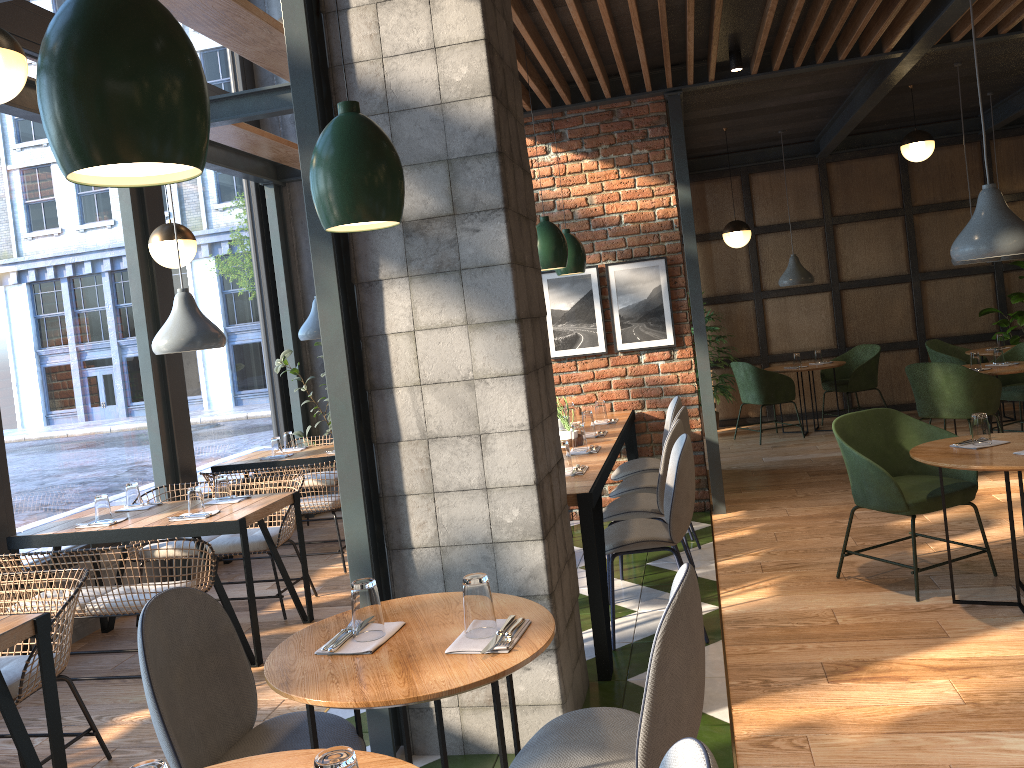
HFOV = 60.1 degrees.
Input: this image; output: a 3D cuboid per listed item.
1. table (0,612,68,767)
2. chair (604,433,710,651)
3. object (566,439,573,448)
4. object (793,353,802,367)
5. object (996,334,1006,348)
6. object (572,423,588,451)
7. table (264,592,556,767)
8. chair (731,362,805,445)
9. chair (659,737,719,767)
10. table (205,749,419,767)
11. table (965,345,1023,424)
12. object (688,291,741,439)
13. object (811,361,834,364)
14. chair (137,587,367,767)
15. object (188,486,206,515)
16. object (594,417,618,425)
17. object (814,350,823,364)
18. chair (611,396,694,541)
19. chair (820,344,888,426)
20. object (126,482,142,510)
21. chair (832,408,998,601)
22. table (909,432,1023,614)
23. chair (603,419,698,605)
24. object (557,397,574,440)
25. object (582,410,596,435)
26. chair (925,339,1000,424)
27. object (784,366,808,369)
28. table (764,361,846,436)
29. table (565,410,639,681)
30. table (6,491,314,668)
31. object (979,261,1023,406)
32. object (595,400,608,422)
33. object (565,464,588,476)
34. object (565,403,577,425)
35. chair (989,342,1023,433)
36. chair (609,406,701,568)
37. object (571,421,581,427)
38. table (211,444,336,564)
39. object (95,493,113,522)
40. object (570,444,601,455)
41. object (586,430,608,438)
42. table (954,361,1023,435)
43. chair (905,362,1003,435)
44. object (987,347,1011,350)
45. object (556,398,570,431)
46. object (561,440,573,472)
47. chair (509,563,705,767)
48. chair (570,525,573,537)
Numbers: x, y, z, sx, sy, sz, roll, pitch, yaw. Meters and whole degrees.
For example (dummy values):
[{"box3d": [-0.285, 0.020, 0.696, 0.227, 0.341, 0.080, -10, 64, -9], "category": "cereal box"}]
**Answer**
[{"box3d": [-2.171, 1.196, 2.742, 1.270, 0.705, 0.660, -6, 3, 12], "category": "table"}, {"box3d": [0.610, 0.692, 4.047, 0.507, 0.886, 0.419, -6, 2, 8], "category": "chair"}, {"box3d": [0.287, 0.318, 4.949, 0.251, 0.046, 0.253, -8, 4, -15], "category": "object"}, {"box3d": [2.900, -0.244, 9.012, 0.080, 0.138, 0.080, -7, 2, -10], "category": "object"}, {"box3d": [4.670, -0.411, 8.474, 0.080, 0.138, 0.080, -7, 2, -11], "category": "object"}, {"box3d": [0.352, 0.278, 4.656, 0.080, 0.138, 0.080, -8, 2, -25], "category": "object"}, {"box3d": [-0.200, 0.989, 2.161, 0.698, 0.746, 0.702, -6, 3, 22], "category": "table"}, {"box3d": [2.567, 0.152, 8.991, 0.515, 0.818, 0.639, -7, 2, -13], "category": "chair"}, {"box3d": [0.075, 0.955, 1.189, 0.507, 0.886, 0.419, -6, 2, 8], "category": "chair"}, {"box3d": [-0.375, 1.070, 1.289, 0.701, 0.746, 0.698, -8, 3, -36], "category": "table"}, {"box3d": [4.773, 0.006, 8.378, 0.806, 0.686, 0.810, -6, 3, 12], "category": "table"}, {"box3d": [1.969, -0.275, 9.572, 0.980, 1.721, 0.913, -7, 2, -23], "category": "object"}, {"box3d": [3.195, -0.220, 9.127, 0.158, 0.019, 0.242, -8, 4, -22], "category": "object"}, {"box3d": [-0.639, 0.961, 2.277, 0.507, 0.886, 0.419, -6, 2, 13], "category": "chair"}, {"box3d": [-1.571, 0.579, 4.399, 0.080, 0.138, 0.080, -6, 2, 14], "category": "object"}, {"box3d": [0.602, 0.240, 5.726, 0.157, 0.019, 0.243, -6, 4, 12], "category": "object"}, {"box3d": [3.157, -0.283, 9.136, 0.080, 0.138, 0.080, -7, 2, -10], "category": "object"}, {"box3d": [0.886, 0.542, 5.718, 0.507, 0.886, 0.419, -6, 2, 8], "category": "chair"}, {"box3d": [3.558, 0.019, 9.250, 0.515, 0.818, 0.639, -7, 2, -13], "category": "chair"}, {"box3d": [-2.061, 0.606, 4.819, 0.080, 0.138, 0.080, -6, 2, 14], "category": "object"}, {"box3d": [1.950, 0.549, 4.365, 0.640, 0.818, 0.514, -8, 2, -23], "category": "chair"}, {"box3d": [2.212, 0.620, 3.868, 0.806, 0.686, 0.810, -4, 4, 42], "category": "table"}, {"box3d": [0.682, 0.643, 4.617, 0.507, 0.886, 0.419, -6, 2, 18], "category": "chair"}, {"box3d": [0.294, 0.202, 4.877, 0.115, 0.282, 0.128, -6, 2, 7], "category": "object"}, {"box3d": [0.448, 0.228, 5.216, 0.080, 0.138, 0.080, -7, 2, -15], "category": "object"}, {"box3d": [4.429, -0.045, 8.736, 0.514, 0.818, 0.641, -5, 3, 43], "category": "chair"}, {"box3d": [2.881, -0.176, 9.015, 0.158, 0.019, 0.242, -8, 4, -22], "category": "object"}, {"box3d": [3.047, 0.153, 9.120, 0.810, 0.686, 0.806, -9, 4, -39], "category": "table"}, {"box3d": [0.318, 0.721, 4.983, 0.657, 0.764, 2.781, -6, 4, 12], "category": "table"}, {"box3d": [-1.795, 1.021, 4.612, 1.270, 0.705, 0.660, -6, 3, 12], "category": "table"}, {"box3d": [5.329, -0.653, 8.904, 1.055, 1.793, 0.724, -6, 2, 22], "category": "object"}, {"box3d": [0.576, 0.175, 5.750, 0.080, 0.138, 0.080, -7, 2, -15], "category": "object"}, {"box3d": [0.261, 0.397, 4.059, 0.157, 0.019, 0.243, -6, 4, 12], "category": "object"}, {"box3d": [0.381, 0.195, 5.793, 0.080, 0.138, 0.080, -5, 2, 33], "category": "object"}, {"box3d": [4.281, 0.073, 7.299, 0.516, 0.818, 0.638, -8, 3, -28], "category": "chair"}, {"box3d": [0.817, 0.588, 5.174, 0.507, 0.886, 0.419, -6, 2, 18], "category": "chair"}, {"box3d": [0.369, 0.261, 5.819, 0.157, 0.019, 0.243, -6, 4, 10], "category": "object"}, {"box3d": [-1.417, 0.845, 6.495, 1.270, 0.705, 0.660, -6, 3, 12], "category": "table"}, {"box3d": [-2.082, 0.630, 4.506, 0.080, 0.138, 0.080, -7, 2, -13], "category": "object"}, {"box3d": [0.378, 0.343, 4.632, 0.157, 0.019, 0.243, -6, 4, 12], "category": "object"}, {"box3d": [0.474, 0.293, 5.192, 0.157, 0.019, 0.243, -6, 4, 12], "category": "object"}, {"box3d": [3.822, 0.210, 7.037, 0.810, 0.686, 0.806, -9, 4, -37], "category": "table"}, {"box3d": [3.391, 0.212, 6.790, 0.516, 0.818, 0.637, -8, 3, -33], "category": "chair"}, {"box3d": [4.675, -0.347, 8.502, 0.243, 0.019, 0.157, -9, 5, -34], "category": "object"}, {"box3d": [0.254, 0.201, 4.997, 0.146, 0.276, 0.146, -7, 2, -8], "category": "object"}, {"box3d": [0.235, 0.332, 4.083, 0.080, 0.138, 0.080, -5, 2, 35], "category": "object"}, {"box3d": [0.222, 0.876, 2.067, 0.507, 0.886, 0.419, -6, 2, 18], "category": "chair"}, {"box3d": [0.110, 0.627, 5.784, 0.507, 0.886, 0.419, -6, 2, 18], "category": "chair"}]
